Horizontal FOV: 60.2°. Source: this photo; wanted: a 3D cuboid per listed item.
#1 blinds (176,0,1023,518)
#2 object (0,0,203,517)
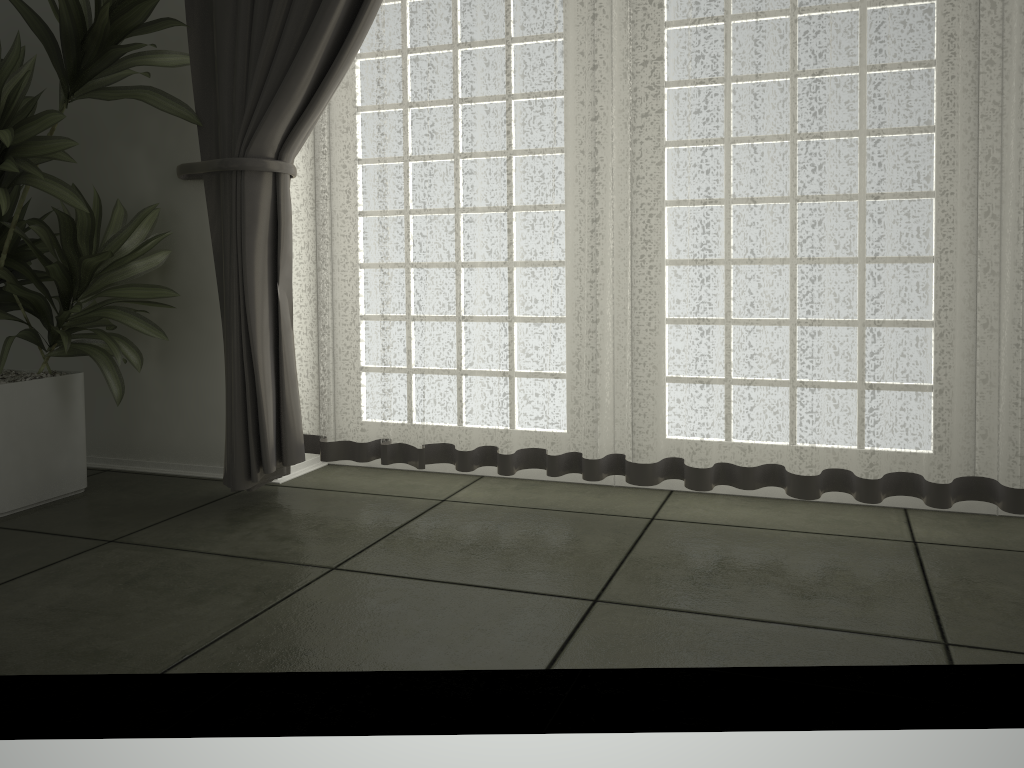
[{"bbox_3d":[0.662,-0.940,2.121,3.661,2.592,0.663,2,3,20],"label":"blinds"},{"bbox_3d":[-1.506,-0.709,2.465,1.163,2.087,1.043,2,4,38],"label":"object"}]
